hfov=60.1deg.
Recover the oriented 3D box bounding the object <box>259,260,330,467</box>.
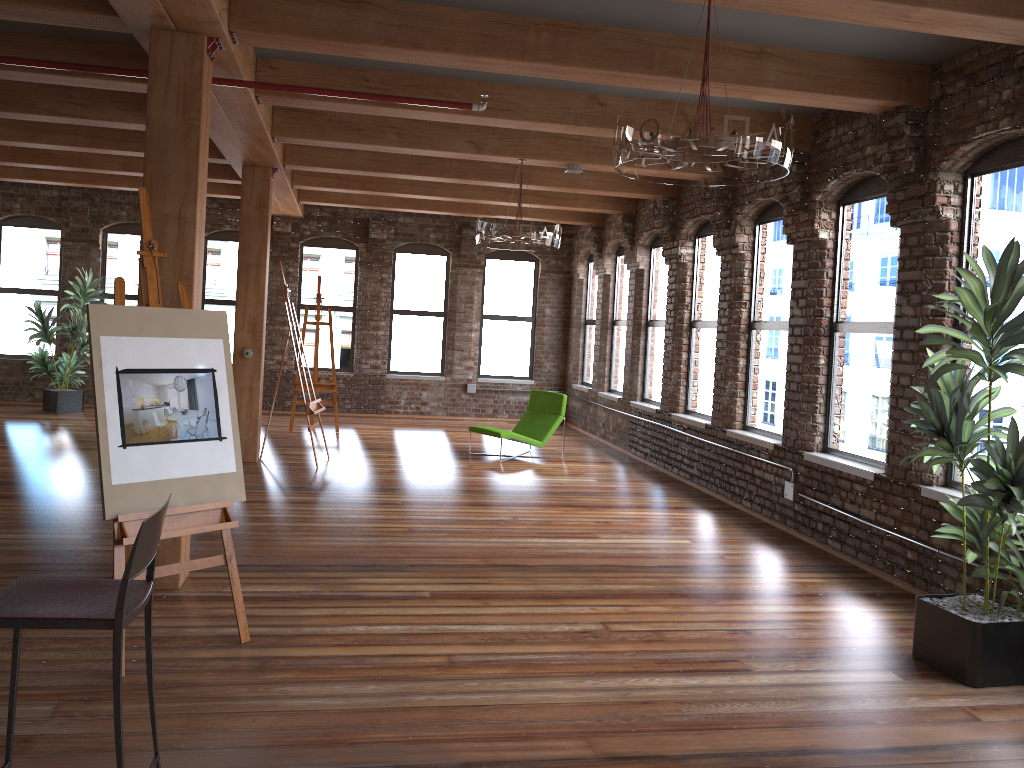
[{"bbox_3d":[-2.297,-0.241,9.457,0.685,2.139,0.662,3,1,-1],"label":"object"}]

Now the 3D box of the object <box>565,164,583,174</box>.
[{"bbox_3d":[0.587,-2.051,8.420,0.145,0.072,0.148,2,3,-11],"label":"object"}]

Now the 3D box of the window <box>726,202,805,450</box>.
[{"bbox_3d":[2.327,-0.569,8.067,0.236,2.213,0.970,3,1,-11],"label":"window"}]

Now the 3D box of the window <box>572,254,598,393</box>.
[{"bbox_3d":[1.233,-1.002,13.855,0.232,2.213,0.970,3,1,-11],"label":"window"}]

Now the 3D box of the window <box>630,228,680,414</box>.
[{"bbox_3d":[1.782,-0.785,10.946,0.233,2.213,0.970,3,1,-11],"label":"window"}]

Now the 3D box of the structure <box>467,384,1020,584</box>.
[{"bbox_3d":[2.079,0.708,8.257,1.632,0.313,13.738,2,4,-18],"label":"structure"}]

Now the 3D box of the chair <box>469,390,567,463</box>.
[{"bbox_3d":[0.064,0.482,10.652,0.955,0.795,0.682,1,3,-36],"label":"chair"}]

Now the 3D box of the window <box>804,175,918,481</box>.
[{"bbox_3d":[2.596,-0.462,6.625,0.232,2.213,0.970,3,1,-11],"label":"window"}]

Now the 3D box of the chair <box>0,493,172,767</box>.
[{"bbox_3d":[-1.272,0.839,2.567,0.466,0.981,0.430,3,2,-11],"label":"chair"}]

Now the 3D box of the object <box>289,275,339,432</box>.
[{"bbox_3d":[-2.708,-0.446,12.282,0.661,2.139,0.686,3,1,-16],"label":"object"}]

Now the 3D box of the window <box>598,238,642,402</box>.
[{"bbox_3d":[1.510,-0.893,12.388,0.231,2.213,0.970,3,1,-11],"label":"window"}]

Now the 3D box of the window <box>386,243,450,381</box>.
[{"bbox_3d":[-1.518,-1.188,14.460,0.968,2.216,0.219,3,1,-11],"label":"window"}]

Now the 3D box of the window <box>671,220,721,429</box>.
[{"bbox_3d":[2.052,-0.677,9.508,0.230,2.213,0.970,3,1,-11],"label":"window"}]

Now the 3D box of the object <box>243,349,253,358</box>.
[{"bbox_3d":[-2.739,-0.316,9.176,0.095,0.095,0.061,3,2,-11],"label":"object"}]

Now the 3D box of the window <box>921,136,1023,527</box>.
[{"bbox_3d":[2.870,-0.354,5.184,0.235,2.213,0.970,3,1,-11],"label":"window"}]

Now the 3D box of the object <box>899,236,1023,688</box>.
[{"bbox_3d":[2.378,0.360,4.368,0.966,2.101,1.081,3,2,2],"label":"object"}]

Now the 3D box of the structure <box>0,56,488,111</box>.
[{"bbox_3d":[-3.504,-2.044,5.384,6.805,0.112,0.051,2,2,-11],"label":"structure"}]

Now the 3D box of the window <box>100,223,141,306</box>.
[{"bbox_3d":[-5.853,-1.397,13.703,0.968,2.167,0.086,3,1,-11],"label":"window"}]

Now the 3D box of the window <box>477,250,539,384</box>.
[{"bbox_3d":[-0.059,-1.127,14.737,0.968,2.216,0.219,3,1,-11],"label":"window"}]

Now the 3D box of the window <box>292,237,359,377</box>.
[{"bbox_3d":[-2.962,-1.243,14.184,0.968,2.225,0.221,3,1,-11],"label":"window"}]

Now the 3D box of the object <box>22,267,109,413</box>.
[{"bbox_3d":[-6.476,-0.661,12.799,1.079,2.101,0.968,2,2,-33],"label":"object"}]

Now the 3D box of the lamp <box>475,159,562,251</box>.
[{"bbox_3d":[0.074,-1.691,8.295,0.810,0.814,0.809,4,3,25],"label":"lamp"}]

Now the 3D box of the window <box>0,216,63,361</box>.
[{"bbox_3d":[-7.317,-1.457,13.425,0.968,2.167,0.086,3,1,-11],"label":"window"}]

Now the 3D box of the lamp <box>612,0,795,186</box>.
[{"bbox_3d":[0.879,-1.372,4.024,0.811,0.814,0.809,5,3,32],"label":"lamp"}]

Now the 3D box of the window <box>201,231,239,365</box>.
[{"bbox_3d":[-4.400,-1.303,13.911,0.968,2.225,0.221,3,1,-11],"label":"window"}]

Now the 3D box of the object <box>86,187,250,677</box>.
[{"bbox_3d":[-1.647,0.135,4.168,0.686,2.139,0.701,4,2,39],"label":"object"}]
